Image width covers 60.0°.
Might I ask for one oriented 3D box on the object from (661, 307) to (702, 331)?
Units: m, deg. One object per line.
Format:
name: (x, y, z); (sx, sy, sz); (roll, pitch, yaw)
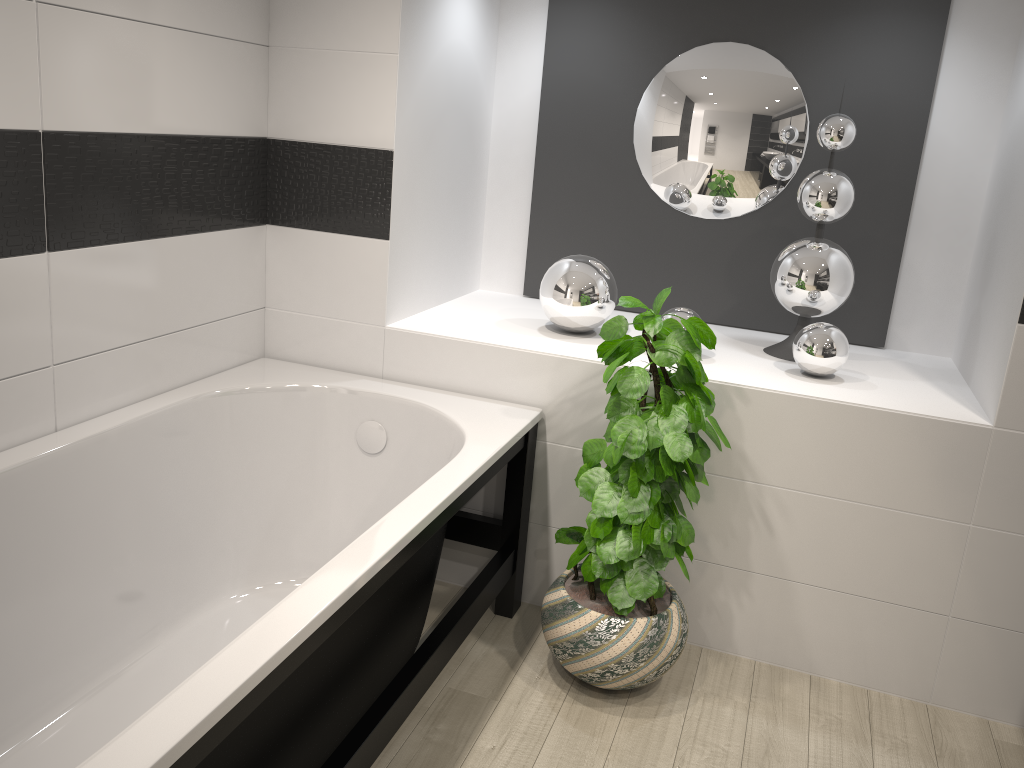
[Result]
object: (0.532, -0.168, 2.806); (0.151, 0.149, 0.151); (14, 18, 30)

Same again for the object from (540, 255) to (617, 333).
object: (0.223, -0.304, 2.985); (0.261, 0.259, 0.262); (14, 18, 30)

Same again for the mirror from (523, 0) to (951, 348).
mirror: (0.737, -0.900, 3.172); (1.363, 1.371, 0.078); (10, 15, 17)

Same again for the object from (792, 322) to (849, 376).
object: (0.935, -0.105, 2.686); (0.163, 0.162, 0.163); (14, 18, 30)

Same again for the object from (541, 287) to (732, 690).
object: (0.333, 0.292, 2.438); (0.438, 1.122, 0.421); (-4, 17, -30)

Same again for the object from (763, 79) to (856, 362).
object: (0.996, -0.527, 2.850); (0.261, 0.890, 0.262); (13, 17, 30)

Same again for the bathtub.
bathtub: (-0.757, 0.575, 1.957); (1.010, 0.671, 2.194); (10, 17, 17)
